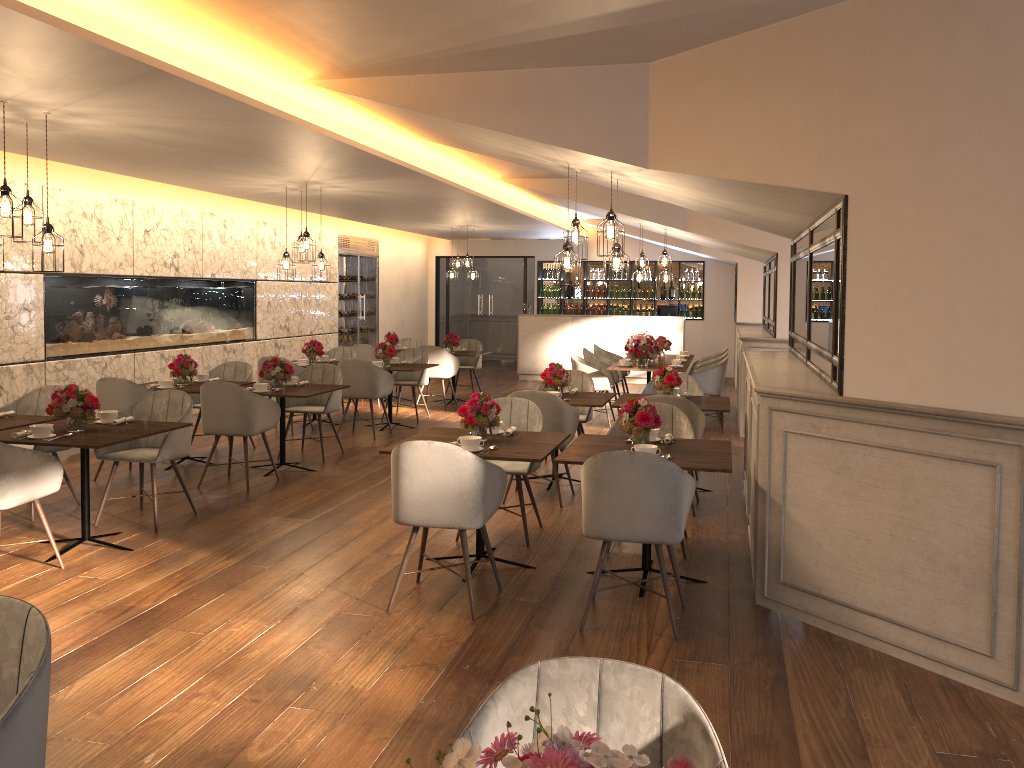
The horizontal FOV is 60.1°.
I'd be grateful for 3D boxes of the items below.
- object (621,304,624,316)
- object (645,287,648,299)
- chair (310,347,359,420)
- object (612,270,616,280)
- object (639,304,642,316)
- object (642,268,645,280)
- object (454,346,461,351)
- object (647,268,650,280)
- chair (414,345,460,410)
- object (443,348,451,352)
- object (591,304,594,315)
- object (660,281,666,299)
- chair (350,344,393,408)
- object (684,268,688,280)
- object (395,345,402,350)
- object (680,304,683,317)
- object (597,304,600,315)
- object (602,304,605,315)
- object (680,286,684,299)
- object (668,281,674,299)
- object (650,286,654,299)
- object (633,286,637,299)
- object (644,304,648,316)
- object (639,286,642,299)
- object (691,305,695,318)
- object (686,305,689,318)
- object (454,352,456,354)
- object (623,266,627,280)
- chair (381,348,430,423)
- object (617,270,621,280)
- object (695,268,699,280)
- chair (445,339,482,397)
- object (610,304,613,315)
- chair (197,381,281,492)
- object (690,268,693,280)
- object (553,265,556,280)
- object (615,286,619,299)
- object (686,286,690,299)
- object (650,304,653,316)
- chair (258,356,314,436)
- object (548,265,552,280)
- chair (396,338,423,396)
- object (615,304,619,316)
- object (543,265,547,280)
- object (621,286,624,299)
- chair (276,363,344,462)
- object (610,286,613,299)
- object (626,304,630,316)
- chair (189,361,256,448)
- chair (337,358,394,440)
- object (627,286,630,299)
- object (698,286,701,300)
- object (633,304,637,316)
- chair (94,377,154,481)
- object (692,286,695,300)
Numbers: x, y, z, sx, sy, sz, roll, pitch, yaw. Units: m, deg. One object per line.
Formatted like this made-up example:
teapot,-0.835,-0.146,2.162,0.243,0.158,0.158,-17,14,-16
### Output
object,2.192,-1.458,17.563,0.065,0.261,0.066,0,3,-8
object,2.647,-1.805,17.438,0.065,0.261,0.066,0,3,-8
chair,-2.231,-0.025,11.205,0.565,0.870,0.528,1,4,14
object,2.022,-2.217,17.539,0.075,0.309,0.075,-2,4,-44
object,2.536,-1.447,17.479,0.065,0.261,0.066,0,3,-8
object,2.580,-2.160,17.407,0.070,0.235,0.041,1,3,13
object,-0.825,-0.520,13.031,0.148,0.072,0.148,4,6,36
object,2.677,-2.157,17.384,0.070,0.235,0.041,1,3,13
chair,-1.043,-0.105,12.100,0.565,0.870,0.528,1,4,14
object,-0.934,-0.460,12.431,0.148,0.072,0.148,-3,6,-34
object,1.615,-1.478,17.702,0.065,0.261,0.066,0,3,-8
object,2.960,-1.840,17.337,0.104,0.358,0.104,-1,3,-24
chair,-1.976,-0.137,12.325,0.565,0.870,0.528,1,4,14
object,3.388,-2.132,17.212,0.070,0.235,0.041,1,3,13
object,-1.719,-0.551,13.246,0.148,0.072,0.148,4,6,36
object,3.315,-1.421,17.291,0.065,0.263,0.066,0,3,-8
object,1.723,-1.474,17.676,0.065,0.261,0.066,0,3,-8
object,1.830,-1.471,17.650,0.065,0.261,0.066,0,3,-8
object,3.319,-1.783,17.275,0.065,0.263,0.066,0,3,-8
object,3.112,-1.836,17.297,0.104,0.358,0.104,3,4,41
object,2.754,-1.801,17.412,0.065,0.261,0.066,0,3,-8
object,2.432,-1.812,17.489,0.065,0.261,0.066,0,3,-8
object,2.643,-1.443,17.454,0.065,0.261,0.066,0,3,-8
object,2.539,-1.808,17.464,0.065,0.261,0.066,0,3,-8
object,3.530,-1.413,17.240,0.065,0.261,0.066,0,3,-8
object,3.423,-1.417,17.266,0.065,0.261,0.066,0,3,-8
object,-0.819,-0.430,12.425,0.043,0.015,0.198,1,6,10
object,2.225,-2.210,17.490,0.075,0.309,0.075,2,3,24
chair,-1.299,0.007,10.980,0.565,0.870,0.528,1,4,14
object,2.124,-2.213,17.515,0.075,0.309,0.075,2,3,24
object,3.584,-2.126,17.165,0.070,0.235,0.041,1,3,13
chair,-0.716,-0.234,13.386,0.565,0.870,0.528,1,4,14
object,1.977,-1.466,17.614,0.065,0.261,0.066,0,3,-8
chair,-2.232,0.386,7.190,0.565,0.870,0.528,1,4,14
object,3.486,-2.129,17.189,0.070,0.235,0.041,1,3,13
object,0.867,-2.256,17.818,0.075,0.309,0.075,-1,3,-30
object,2.088,-1.824,17.572,0.065,0.263,0.066,0,3,-8
object,3.426,-1.778,17.250,0.065,0.261,0.066,0,3,-8
object,2.751,-1.440,17.428,0.065,0.261,0.066,0,3,-8
chair,-2.558,0.104,9.919,0.565,0.870,0.528,1,4,14
object,0.766,-2.259,17.842,0.075,0.309,0.075,-1,3,-33
chair,-1.649,-0.266,13.611,0.565,0.870,0.528,1,4,14
object,2.084,-1.462,17.588,0.065,0.261,0.066,0,3,-8
object,0.664,-2.263,17.867,0.075,0.309,0.075,3,3,39
object,2.195,-1.821,17.547,0.065,0.263,0.066,0,3,-8
chair,-1.905,0.258,8.476,0.565,0.870,0.528,1,4,14
object,1.980,-1.827,17.598,0.065,0.261,0.066,0,3,-8
object,2.299,-1.455,17.537,0.065,0.261,0.066,0,3,-8
chair,-2.837,0.226,8.701,0.565,0.870,0.528,1,4,14
chair,-1.626,0.136,9.694,0.565,0.870,0.528,1,4,14
object,2.302,-1.817,17.521,0.065,0.263,0.066,0,3,-8
object,3.641,-1.771,17.198,0.065,0.261,0.066,0,3,-8
object,2.429,-1.450,17.505,0.065,0.261,0.066,0,3,-8
chair,-3.164,0.355,7.415,0.565,0.870,0.528,1,4,14
object,3.534,-1.774,17.224,0.065,0.261,0.066,0,3,-8
